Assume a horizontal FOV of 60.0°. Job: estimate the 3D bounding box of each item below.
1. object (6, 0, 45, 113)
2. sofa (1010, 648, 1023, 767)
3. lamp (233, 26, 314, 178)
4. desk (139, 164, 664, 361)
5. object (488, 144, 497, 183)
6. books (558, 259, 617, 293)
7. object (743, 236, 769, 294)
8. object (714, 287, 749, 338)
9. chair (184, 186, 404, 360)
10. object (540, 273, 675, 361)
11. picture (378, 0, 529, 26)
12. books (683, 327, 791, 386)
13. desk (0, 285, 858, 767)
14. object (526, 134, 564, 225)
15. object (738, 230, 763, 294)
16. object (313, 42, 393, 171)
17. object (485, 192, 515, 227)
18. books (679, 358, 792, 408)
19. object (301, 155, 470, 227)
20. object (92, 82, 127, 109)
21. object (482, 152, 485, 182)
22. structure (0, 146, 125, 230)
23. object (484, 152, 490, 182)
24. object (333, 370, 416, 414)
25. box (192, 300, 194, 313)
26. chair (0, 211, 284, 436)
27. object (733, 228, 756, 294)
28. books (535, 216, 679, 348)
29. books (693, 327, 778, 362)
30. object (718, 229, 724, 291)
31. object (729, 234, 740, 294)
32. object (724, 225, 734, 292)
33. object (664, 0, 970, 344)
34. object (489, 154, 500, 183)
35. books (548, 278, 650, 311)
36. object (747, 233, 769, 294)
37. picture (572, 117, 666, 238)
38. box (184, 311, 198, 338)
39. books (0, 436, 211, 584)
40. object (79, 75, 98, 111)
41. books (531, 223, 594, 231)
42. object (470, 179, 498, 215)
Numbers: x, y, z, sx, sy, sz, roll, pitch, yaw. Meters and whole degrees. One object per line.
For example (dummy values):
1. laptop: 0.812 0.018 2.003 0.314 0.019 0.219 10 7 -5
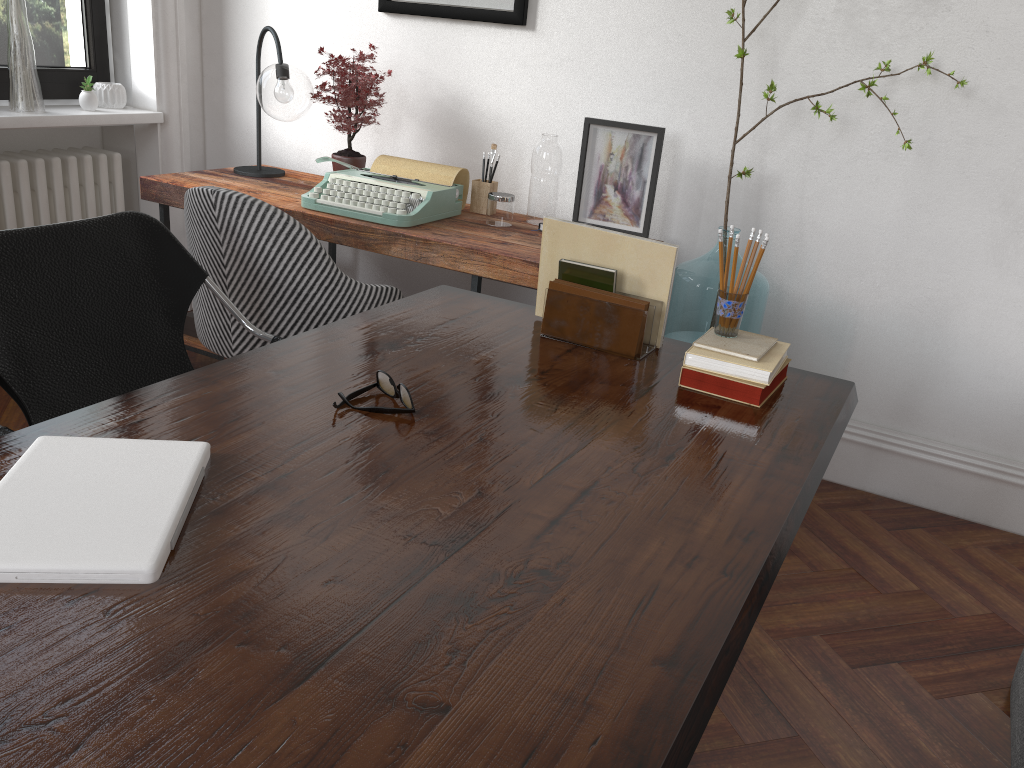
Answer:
1. object: -1.762 -1.535 3.226 0.289 1.062 0.294 17 25 26
2. sofa: 1.203 0.897 0.706 1.259 0.835 2.631 16 23 24
3. lamp: -0.910 -1.055 3.351 0.207 0.554 0.439 -12 28 -38
4. desk: -0.454 -0.273 3.286 1.794 0.763 0.644 16 24 24
5. object: -0.079 -0.745 3.203 0.023 0.241 0.028 15 24 21
6. books: 0.158 -0.181 1.904 0.128 0.158 0.040 16 24 23
7. object: 0.459 -0.195 1.719 0.008 0.194 0.049 -12 28 -37
8. object: 0.433 -0.142 1.761 0.058 0.091 0.058 11 22 12
9. chair: -0.705 -0.174 2.756 0.715 0.906 0.544 13 23 17
10. object: 0.204 -0.173 1.894 0.228 0.168 0.149 16 24 24
11. picture: -0.192 -1.749 3.173 0.632 0.822 0.050 16 24 23
12. books: 0.445 -0.058 1.743 0.163 0.029 0.206 15 23 22
13. desk: -0.284 0.528 1.236 1.027 0.757 2.214 16 23 24
14. object: 0.116 -0.711 3.086 0.111 0.304 0.111 -5 24 -26
15. object: 0.460 -0.208 1.753 0.044 0.195 0.008 -8 26 -31
16. object: -0.622 -1.022 3.368 0.290 0.533 0.306 -2 23 -18
17. object: -0.040 -0.597 3.030 0.093 0.102 0.092 12 22 16
18. books: 0.442 -0.024 1.747 0.159 0.040 0.214 17 23 26
19. object: -0.466 -0.693 3.083 0.534 0.150 0.482 15 23 22
20. object: -1.713 -1.229 3.775 0.132 0.098 0.133 4 21 -4
21. object: -0.106 -0.729 3.201 0.008 0.208 0.054 2 22 -9
22. structure: -2.118 -0.488 3.484 0.225 0.784 1.445 16 23 24
23. object: -0.097 -0.730 3.210 0.008 0.208 0.054 11 22 12
24. object: -0.229 0.011 1.473 0.133 0.048 0.113 2 22 -11
25. box: -1.090 -0.315 3.534 0.237 0.067 0.255 16 23 24
26. chair: -0.740 0.136 1.964 0.744 0.879 0.748 16 24 24
27. object: 0.451 -0.212 1.758 0.038 0.196 0.008 -10 27 -35
28. books: 0.198 -0.220 1.919 0.309 0.241 0.042 16 24 23
29. books: 0.443 -0.082 1.750 0.128 0.008 0.158 16 23 25
30. object: 0.411 -0.205 1.733 0.049 0.194 0.008 4 22 -5
31. object: 0.426 -0.196 1.713 0.008 0.194 0.049 18 25 28
32. object: 0.425 -0.215 1.756 0.008 0.197 0.032 -2 23 -19
33. object: 0.909 -0.911 2.626 0.807 2.073 0.351 8 22 6
34. object: -0.077 -0.724 3.197 0.054 0.208 0.008 9 22 8
35. books: 0.172 -0.138 1.857 0.220 0.125 0.028 16 24 23
36. object: 0.465 -0.200 1.730 0.036 0.196 0.008 22 27 34
37. picture: 0.358 -0.702 3.030 0.282 0.372 0.022 16 24 23
38. box: -1.094 -0.243 3.561 0.295 0.083 0.316 16 23 24
39. books: -0.515 0.145 1.088 0.231 0.026 0.323 3 21 -9
40. object: -1.717 -1.178 3.591 0.072 0.135 0.071 -11 27 -36
41. books: 0.184 -0.521 2.994 0.213 0.031 0.128 -4 23 -25
42. object: -0.102 -0.676 3.205 0.075 0.114 0.058 16 24 24
